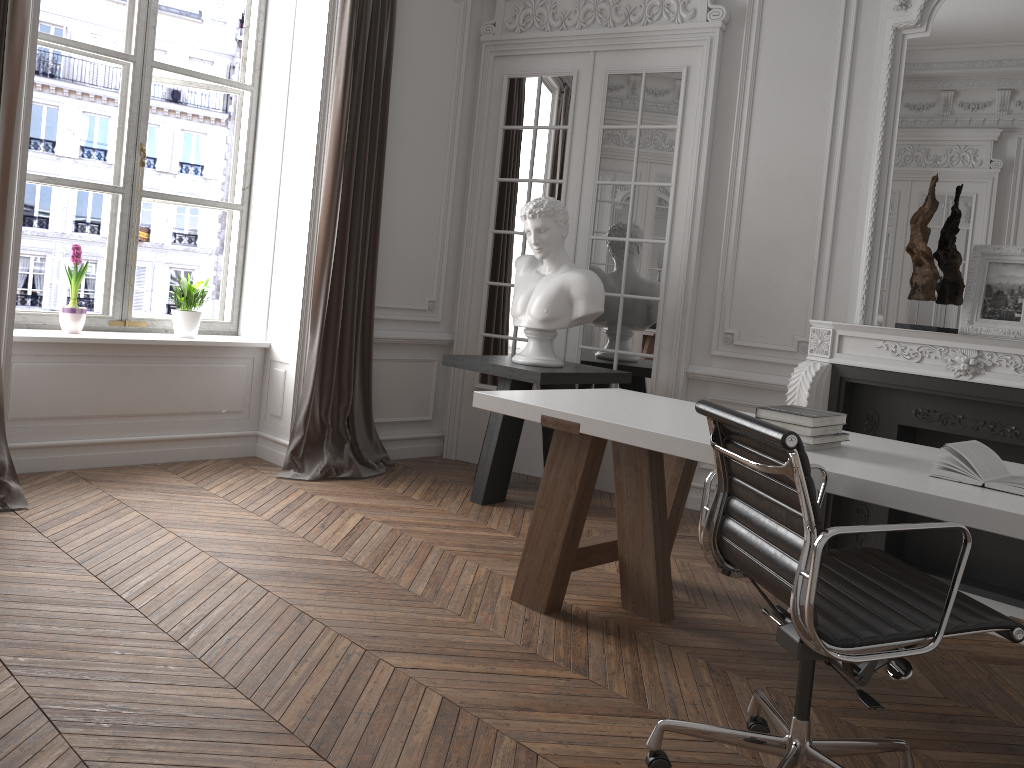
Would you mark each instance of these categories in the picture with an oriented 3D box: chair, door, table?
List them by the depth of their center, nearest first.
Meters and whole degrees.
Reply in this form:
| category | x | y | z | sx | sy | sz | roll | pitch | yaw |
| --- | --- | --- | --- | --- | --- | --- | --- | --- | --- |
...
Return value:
| category | x | y | z | sx | sy | sz | roll | pitch | yaw |
| --- | --- | --- | --- | --- | --- | --- | --- | --- | --- |
| chair | 0.748 | 0.546 | 2.073 | 0.666 | 0.921 | 0.697 | 4 | 3 | -19 |
| table | 1.056 | 0.586 | 2.778 | 0.899 | 0.747 | 2.638 | 1 | 7 | -45 |
| table | 0.111 | 0.258 | 4.945 | 0.772 | 0.748 | 0.766 | 9 | 6 | 44 |
| door | 0.377 | -0.756 | 5.421 | 1.570 | 2.730 | 0.085 | 7 | 2 | 29 |

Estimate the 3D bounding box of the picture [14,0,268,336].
| category | x | y | z | sx | sy | sz | roll | pitch | yaw |
| --- | --- | --- | --- | --- | --- | --- | --- | --- | --- |
| picture | 0.624 | -1.238 | 2.425 | 13.302 | 4.792 | 13.196 | 10 | 7 | 37 |

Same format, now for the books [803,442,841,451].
| category | x | y | z | sx | sy | sz | roll | pitch | yaw |
| --- | --- | --- | --- | --- | --- | --- | --- | --- | --- |
| books | 0.909 | 0.178 | 2.826 | 0.241 | 0.022 | 0.192 | 0 | 8 | -43 |

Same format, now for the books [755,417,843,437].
| category | x | y | z | sx | sy | sz | roll | pitch | yaw |
| --- | --- | --- | --- | --- | --- | --- | --- | --- | --- |
| books | 0.917 | 0.131 | 2.820 | 0.192 | 0.028 | 0.239 | 11 | 8 | 42 |

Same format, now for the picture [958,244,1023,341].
| category | x | y | z | sx | sy | sz | roll | pitch | yaw |
| --- | --- | --- | --- | --- | --- | --- | --- | --- | --- |
| picture | 2.273 | -0.427 | 4.081 | 0.342 | 0.434 | 0.095 | 9 | 4 | 44 |

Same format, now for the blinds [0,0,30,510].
| category | x | y | z | sx | sy | sz | roll | pitch | yaw |
| --- | --- | --- | --- | --- | --- | --- | --- | --- | --- |
| blinds | -2.223 | -1.023 | 3.673 | 0.579 | 3.096 | 0.312 | 4 | 2 | -40 |

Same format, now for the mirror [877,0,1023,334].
| category | x | y | z | sx | sy | sz | roll | pitch | yaw |
| --- | --- | --- | --- | --- | --- | --- | --- | --- | --- |
| mirror | 2.346 | -1.073 | 4.108 | 1.129 | 1.809 | 0.001 | 8 | 3 | 44 |

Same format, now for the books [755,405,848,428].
| category | x | y | z | sx | sy | sz | roll | pitch | yaw |
| --- | --- | --- | --- | --- | --- | --- | --- | --- | --- |
| books | 0.927 | 0.102 | 2.825 | 0.192 | 0.032 | 0.258 | 11 | 8 | 42 |

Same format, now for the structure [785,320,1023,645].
| category | x | y | z | sx | sy | sz | roll | pitch | yaw |
| --- | --- | --- | --- | --- | --- | --- | --- | --- | --- |
| structure | 1.971 | 0.375 | 3.913 | 1.614 | 1.181 | 0.807 | 10 | 5 | 44 |

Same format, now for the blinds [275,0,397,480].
| category | x | y | z | sx | sy | sz | roll | pitch | yaw |
| --- | --- | --- | --- | --- | --- | --- | --- | --- | --- |
| blinds | -0.840 | -1.036 | 5.021 | 0.344 | 3.095 | 0.776 | 7 | 2 | 39 |

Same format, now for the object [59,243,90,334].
| category | x | y | z | sx | sy | sz | roll | pitch | yaw |
| --- | --- | --- | --- | --- | --- | --- | --- | --- | --- |
| object | -2.305 | -0.504 | 4.663 | 0.129 | 0.475 | 0.129 | 6 | 2 | 5 |

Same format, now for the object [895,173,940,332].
| category | x | y | z | sx | sy | sz | roll | pitch | yaw |
| --- | --- | --- | --- | --- | --- | --- | --- | --- | --- |
| object | 1.956 | -0.631 | 4.202 | 0.165 | 0.752 | 0.143 | 5 | 2 | -3 |

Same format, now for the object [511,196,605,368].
| category | x | y | z | sx | sy | sz | roll | pitch | yaw |
| --- | --- | --- | --- | --- | --- | --- | --- | --- | --- |
| object | 0.200 | -0.563 | 4.857 | 0.637 | 0.922 | 0.392 | 9 | 4 | 45 |

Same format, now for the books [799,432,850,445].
| category | x | y | z | sx | sy | sz | roll | pitch | yaw |
| --- | --- | --- | --- | --- | --- | --- | --- | --- | --- |
| books | 0.923 | 0.157 | 2.825 | 0.258 | 0.022 | 0.213 | -1 | 9 | -45 |

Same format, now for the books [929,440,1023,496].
| category | x | y | z | sx | sy | sz | roll | pitch | yaw |
| --- | --- | --- | --- | --- | --- | --- | --- | --- | --- |
| books | 1.332 | 0.226 | 2.416 | 0.226 | 0.095 | 0.280 | 0 | 8 | -43 |

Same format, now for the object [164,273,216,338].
| category | x | y | z | sx | sy | sz | roll | pitch | yaw |
| --- | --- | --- | --- | --- | --- | --- | --- | --- | --- |
| object | -1.852 | -0.453 | 5.073 | 0.285 | 0.368 | 0.215 | 7 | 3 | 23 |
